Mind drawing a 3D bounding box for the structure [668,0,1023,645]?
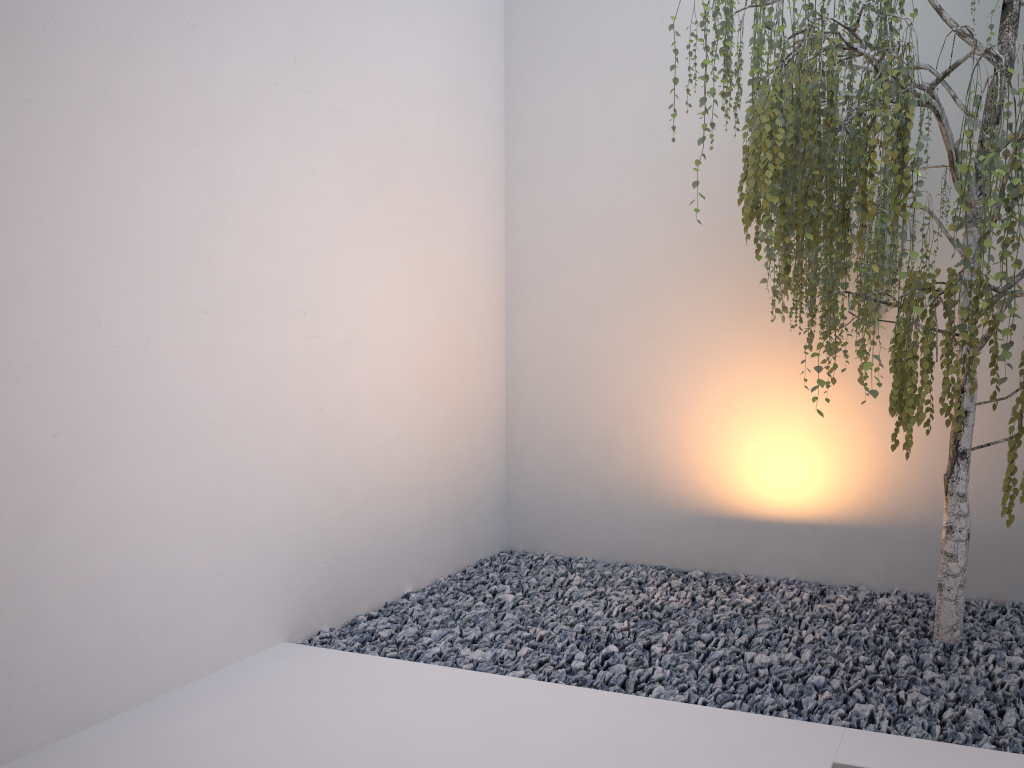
[{"bbox_3d":[1.605,-0.929,2.815,2.242,4.027,1.896,2,8,19],"label":"structure"}]
